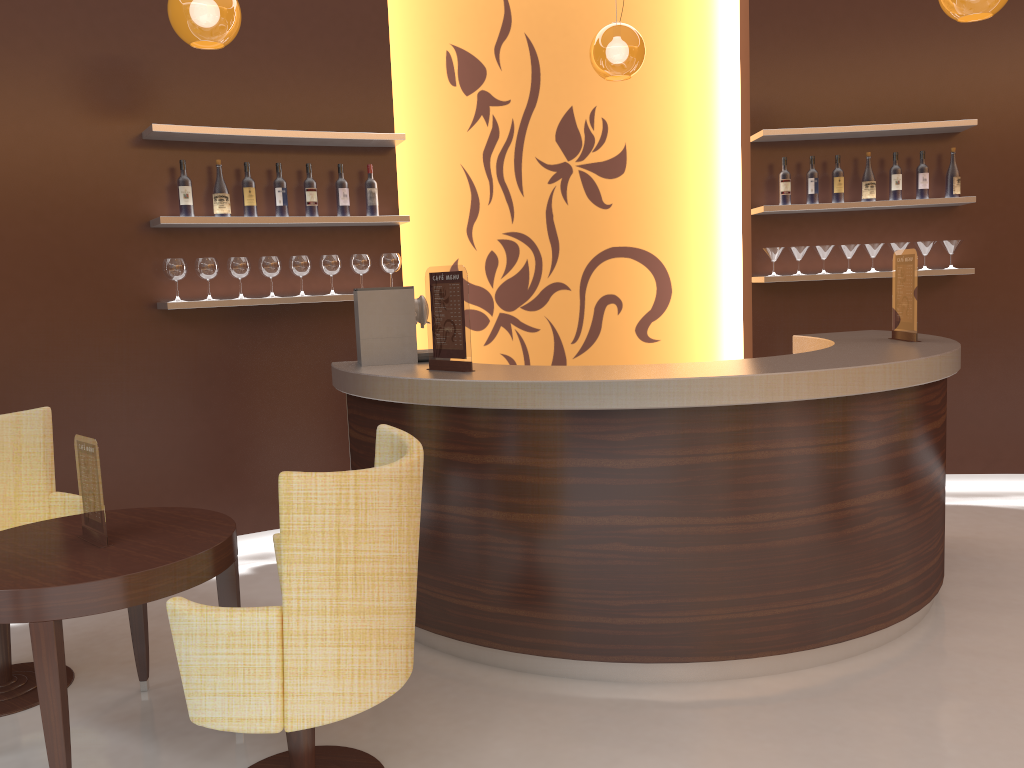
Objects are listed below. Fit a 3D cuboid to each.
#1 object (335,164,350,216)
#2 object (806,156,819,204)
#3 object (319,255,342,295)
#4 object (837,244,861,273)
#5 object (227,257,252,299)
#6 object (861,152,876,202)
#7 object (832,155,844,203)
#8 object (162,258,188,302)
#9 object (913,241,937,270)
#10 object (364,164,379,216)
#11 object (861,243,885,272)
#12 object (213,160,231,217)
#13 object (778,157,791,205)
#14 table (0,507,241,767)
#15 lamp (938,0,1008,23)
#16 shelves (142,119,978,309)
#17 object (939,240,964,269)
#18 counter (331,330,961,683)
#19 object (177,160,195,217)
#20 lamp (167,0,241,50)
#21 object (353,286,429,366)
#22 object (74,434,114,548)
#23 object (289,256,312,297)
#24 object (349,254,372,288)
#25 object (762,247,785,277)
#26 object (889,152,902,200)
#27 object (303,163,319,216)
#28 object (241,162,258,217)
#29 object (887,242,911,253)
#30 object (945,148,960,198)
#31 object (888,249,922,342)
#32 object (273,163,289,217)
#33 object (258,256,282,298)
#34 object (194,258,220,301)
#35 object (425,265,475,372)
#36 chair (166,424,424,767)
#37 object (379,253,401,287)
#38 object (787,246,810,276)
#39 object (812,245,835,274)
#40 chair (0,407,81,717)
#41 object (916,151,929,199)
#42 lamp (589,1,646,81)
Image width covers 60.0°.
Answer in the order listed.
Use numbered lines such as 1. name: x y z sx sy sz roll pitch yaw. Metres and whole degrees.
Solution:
1. object: -0.942 -1.068 4.917 0.073 0.297 0.073 1 7 29
2. object: 1.835 -1.240 5.414 0.073 0.297 0.073 -5 7 -20
3. object: -1.004 -0.604 4.933 0.125 0.221 0.125 -7 8 -33
4. object: 2.080 -0.770 5.472 0.137 0.174 0.137 -2 7 7
5. object: -1.447 -0.561 4.716 0.125 0.221 0.125 -7 8 -33
6. object: 2.177 -1.259 5.416 0.086 0.303 0.086 -1 7 15
7. object: 1.990 -1.246 5.416 0.073 0.297 0.073 1 7 29
8. object: -1.724 -0.531 4.555 0.125 0.221 0.125 -7 8 -33
9. object: 2.536 -0.786 5.446 0.137 0.174 0.137 -7 8 -33
10. object: -0.790 -1.081 4.979 0.073 0.297 0.073 3 9 41
11. object: 2.227 -0.776 5.470 0.137 0.174 0.137 -2 7 7
12. object: -1.525 -1.018 4.641 0.086 0.303 0.086 -1 7 10
13. object: 1.664 -1.232 5.410 0.073 0.297 0.073 -5 7 -20
14. table: -1.314 0.836 2.837 0.874 0.679 0.872 -4 7 -12
15. lamp: 1.988 -2.341 3.781 0.299 1.500 0.299 -8 9 -40
16. shelves: 0.443 -0.992 5.090 4.744 0.902 0.586 -4 7 -11
17. object: 2.691 -0.791 5.433 0.137 0.174 0.137 -2 7 7
18. counter: 0.769 0.426 3.809 2.917 1.100 1.586 -4 7 -13
19. object: -1.673 -0.994 4.536 0.073 0.297 0.073 3 9 41
20. lamp: -1.337 -2.196 3.718 0.299 1.500 0.299 -1 7 10
21. object: -0.515 -0.272 4.035 0.373 0.340 0.270 -4 7 -13
22. object: -1.329 0.331 2.795 0.042 0.335 0.209 -9 9 -44
23. object: -1.157 -0.590 4.863 0.125 0.221 0.125 -7 8 -33
24. object: -0.850 -0.619 5.003 0.125 0.221 0.125 -7 8 -33
25. object: 1.617 -0.753 5.476 0.137 0.174 0.137 -3 7 -3
26. object: 2.335 -1.259 5.399 0.073 0.297 0.073 -5 7 -20
27. object: -1.102 -1.053 4.847 0.073 0.297 0.073 3 9 41
28. object: -1.397 -1.025 4.707 0.073 0.297 0.073 -2 7 1
29. object: 2.380 -0.781 5.460 0.137 0.174 0.137 -2 7 7
30. object: 2.669 -1.274 5.369 0.086 0.303 0.086 -9 9 -44
31. object: 1.795 -0.407 4.054 0.052 0.414 0.258 -2 7 0
32. object: -1.248 -1.040 4.781 0.073 0.297 0.073 3 9 41
33. object: -1.302 -0.576 4.789 0.125 0.221 0.125 -7 8 -33
34. object: -1.589 -0.546 4.636 0.125 0.221 0.125 -7 8 -33
35. object: -0.254 -0.260 3.513 0.052 0.414 0.258 -9 9 -44
36. chair: -0.573 0.673 2.499 0.685 1.017 0.729 -1 7 10
37. object: -0.690 -0.632 5.058 0.125 0.221 0.125 -7 8 -33
38. object: 1.772 -0.760 5.478 0.137 0.174 0.137 -3 7 -3
39. object: 1.926 -0.766 5.479 0.137 0.174 0.137 -2 7 7
40. chair: -1.966 0.641 3.285 0.685 1.017 0.729 3 8 38
41. object: 2.493 -1.264 5.387 0.073 0.297 0.073 -5 7 -20
42. lamp: 0.537 -2.382 4.667 0.299 1.500 0.299 -8 9 -40
